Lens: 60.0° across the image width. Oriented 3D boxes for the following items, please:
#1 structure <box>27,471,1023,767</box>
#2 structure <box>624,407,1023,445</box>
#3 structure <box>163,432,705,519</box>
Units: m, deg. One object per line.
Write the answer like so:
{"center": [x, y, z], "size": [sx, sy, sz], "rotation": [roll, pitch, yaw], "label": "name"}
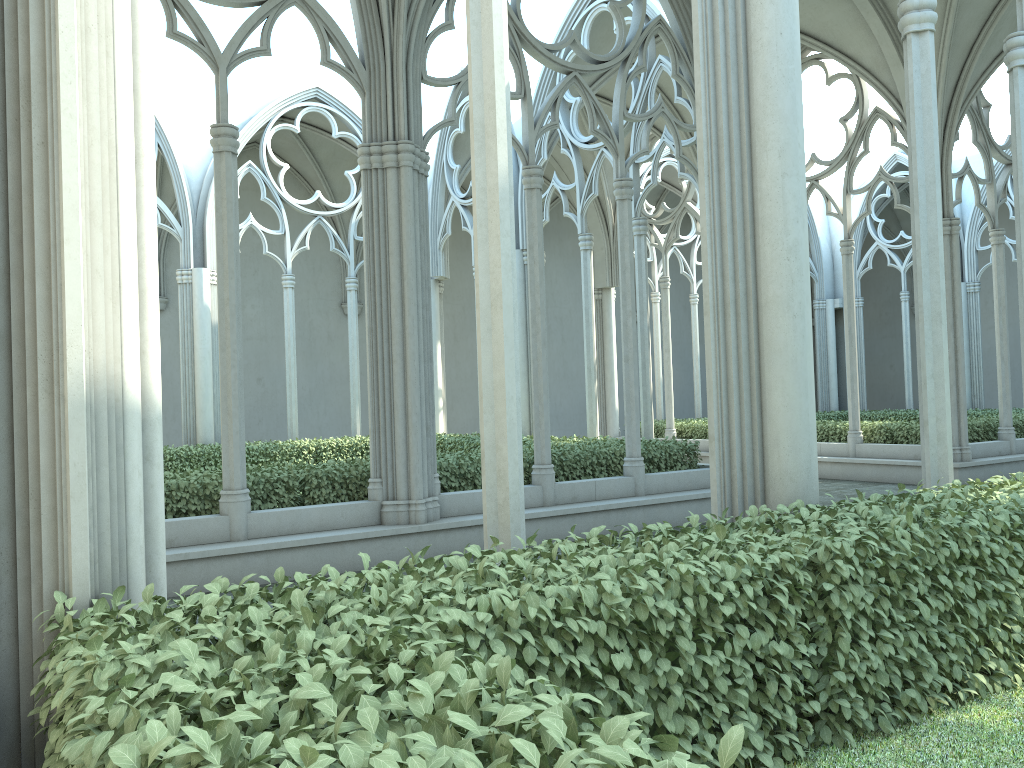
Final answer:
{"center": [3.963, 0.880, 1.538], "size": [8.018, 0.963, 7.995], "rotation": [-1, -1, -32], "label": "structure"}
{"center": [8.070, 1.100, 19.565], "size": [8.018, 0.963, 7.995], "rotation": [-1, -1, -32], "label": "structure"}
{"center": [-2.986, 1.343, 12.607], "size": [8.018, 0.963, 7.995], "rotation": [-1, -1, -32], "label": "structure"}
